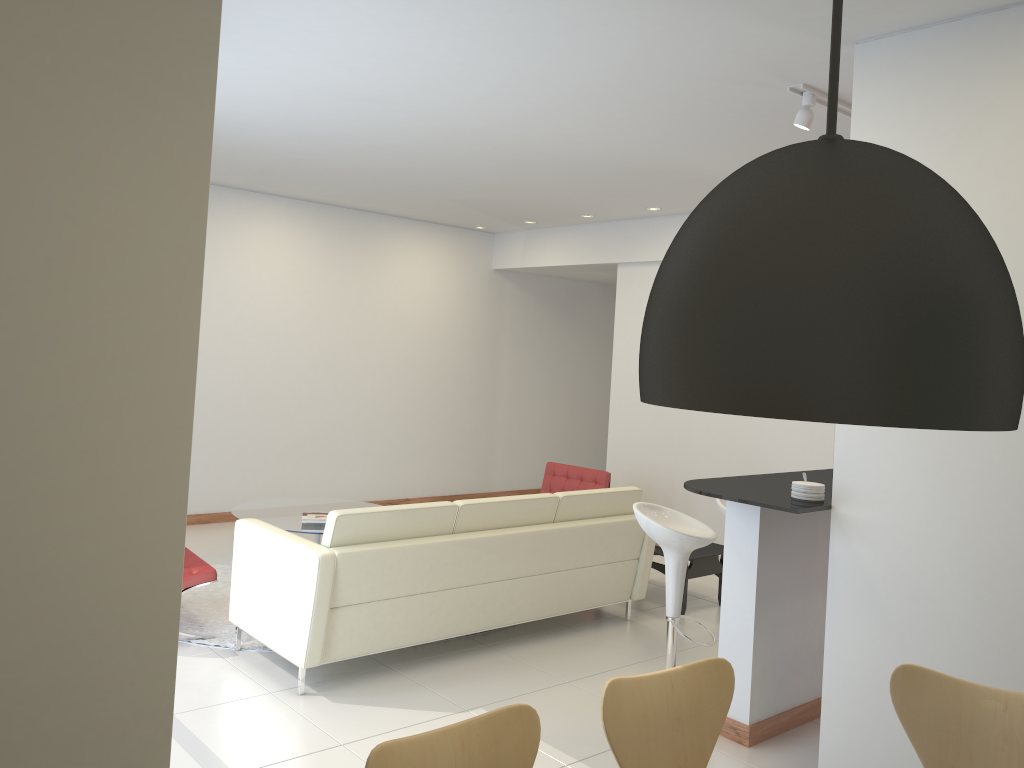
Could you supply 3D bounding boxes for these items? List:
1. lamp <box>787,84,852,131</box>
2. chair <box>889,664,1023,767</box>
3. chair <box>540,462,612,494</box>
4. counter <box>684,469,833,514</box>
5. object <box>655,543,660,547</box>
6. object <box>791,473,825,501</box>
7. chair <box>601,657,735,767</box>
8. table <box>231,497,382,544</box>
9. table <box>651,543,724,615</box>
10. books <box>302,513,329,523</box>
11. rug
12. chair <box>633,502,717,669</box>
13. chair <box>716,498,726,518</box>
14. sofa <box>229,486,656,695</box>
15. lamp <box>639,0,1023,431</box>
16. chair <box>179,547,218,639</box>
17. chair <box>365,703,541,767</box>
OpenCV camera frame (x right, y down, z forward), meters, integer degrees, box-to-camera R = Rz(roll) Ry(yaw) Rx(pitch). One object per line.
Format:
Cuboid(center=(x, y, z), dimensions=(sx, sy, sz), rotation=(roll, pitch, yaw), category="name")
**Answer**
Cuboid(center=(2.086, -1.376, 5.029), dimensions=(1.819, 0.199, 0.112), rotation=(2, 1, -41), category="lamp")
Cuboid(center=(1.253, 1.322, 2.417), dimensions=(0.522, 0.908, 0.514), rotation=(3, -1, 33), category="chair")
Cuboid(center=(0.370, 1.129, 7.596), dimensions=(0.701, 0.818, 0.705), rotation=(3, 0, 44), category="chair")
Cuboid(center=(2.028, 0.526, 4.826), dimensions=(2.959, 0.019, 0.737), rotation=(2, 3, -41), category="counter")
Cuboid(center=(1.124, 1.179, 6.738), dimensions=(0.359, 0.021, 0.361), rotation=(2, 3, -41), category="object")
Cuboid(center=(1.324, 0.456, 3.935), dimensions=(0.140, 0.098, 0.173), rotation=(4, 1, 42), category="object")
Cuboid(center=(0.521, 1.280, 2.359), dimensions=(0.520, 0.908, 0.516), rotation=(4, -1, -34), category="chair")
Cuboid(center=(-1.543, 1.236, 7.068), dimensions=(1.318, 0.404, 1.540), rotation=(2, 2, -42), category="table")
Cuboid(center=(1.130, 1.403, 6.703), dimensions=(0.699, 0.423, 0.918), rotation=(3, 2, -41), category="table")
Cuboid(center=(-1.422, 1.013, 6.702), dimensions=(0.323, 0.027, 0.256), rotation=(3, 2, -11), category="books")
Cuboid(center=(-1.039, 1.489, 6.452), dimensions=(3.322, 0.004, 2.447), rotation=(2, 3, -40), category="rug")
Cuboid(center=(0.835, 1.161, 4.616), dimensions=(0.465, 1.022, 0.456), rotation=(3, -1, 35), category="chair")
Cuboid(center=(1.385, 1.177, 5.098), dimensions=(0.456, 1.022, 0.465), rotation=(4, -1, -30), category="chair")
Cuboid(center=(-0.313, 1.101, 5.512), dimensions=(2.560, 0.923, 1.002), rotation=(2, 1, -41), category="sofa")
Cuboid(center=(0.551, -0.698, 1.490), dimensions=(0.593, 1.495, 0.595), rotation=(4, -1, -39), category="lamp")
Cuboid(center=(-2.201, 1.055, 5.256), dimensions=(0.705, 0.818, 0.701), rotation=(3, 0, -36), category="chair")
Cuboid(center=(-0.037, 1.262, 1.910), dimensions=(0.520, 0.908, 0.516), rotation=(4, -1, -41), category="chair")
